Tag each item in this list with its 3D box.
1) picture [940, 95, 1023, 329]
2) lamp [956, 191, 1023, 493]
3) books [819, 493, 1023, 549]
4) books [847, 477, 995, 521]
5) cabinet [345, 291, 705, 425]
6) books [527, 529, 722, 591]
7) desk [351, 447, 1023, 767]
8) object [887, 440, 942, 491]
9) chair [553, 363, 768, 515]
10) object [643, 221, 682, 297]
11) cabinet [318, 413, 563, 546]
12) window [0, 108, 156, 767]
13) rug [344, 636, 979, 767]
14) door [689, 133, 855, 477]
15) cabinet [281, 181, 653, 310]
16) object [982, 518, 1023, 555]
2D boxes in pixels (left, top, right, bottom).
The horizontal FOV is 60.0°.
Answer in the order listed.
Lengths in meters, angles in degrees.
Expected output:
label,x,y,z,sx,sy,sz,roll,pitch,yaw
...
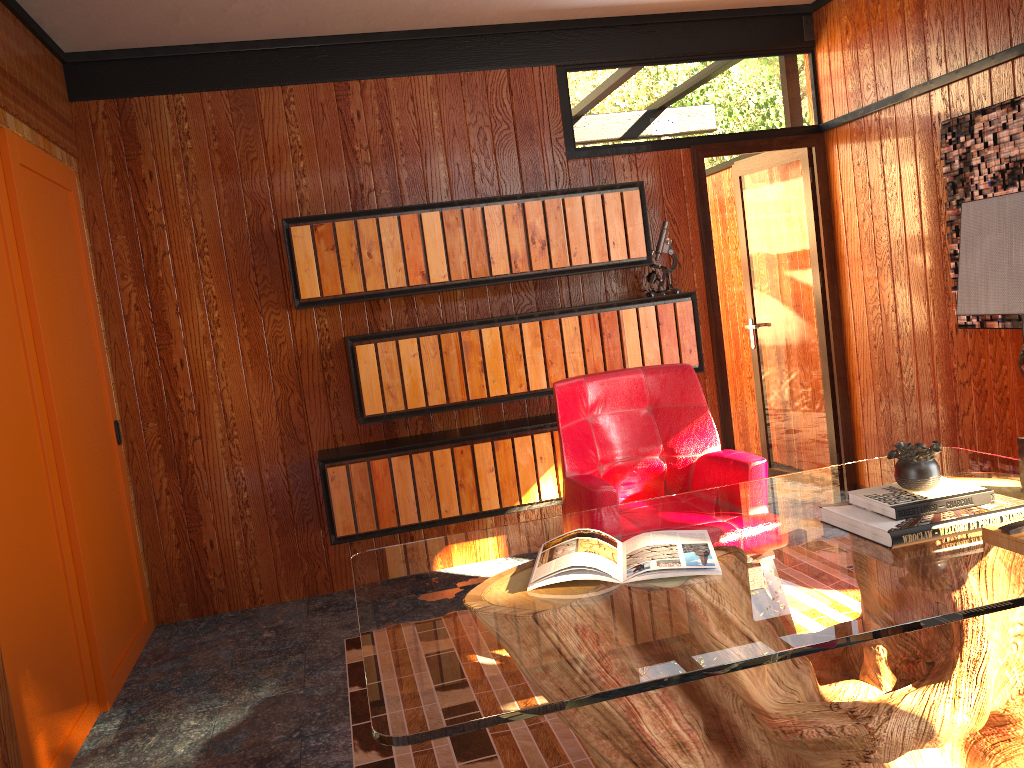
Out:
label,x,y,z,sx,sy,sz,roll,pitch,yaw
picture,1.952,-0.638,3.306,0.061,0.873,0.916,-8,5,-11
lamp,1.305,-0.093,2.097,0.316,0.732,0.316,-8,5,-11
books,0.965,0.303,2.082,0.366,0.040,0.286,-8,5,-11
books,0.960,0.267,2.096,0.249,0.029,0.198,-8,5,-9
cabinet,0.070,-0.140,4.211,1.653,0.390,0.321,-8,5,-11
books,0.256,0.392,2.067,0.422,0.049,0.300,-7,5,8
desk,0.631,0.682,2.124,1.900,0.632,1.150,-8,5,-11
object,0.958,0.195,2.105,0.121,0.114,0.118,-9,6,-17
chair,0.502,0.442,3.151,0.621,0.956,0.839,-8,5,-12
object,0.707,-0.605,4.276,0.181,0.354,0.142,-5,6,25
cabinet,-0.057,0.397,4.219,1.653,0.390,0.321,-8,5,-11
window,-1.613,0.141,3.095,0.070,2.164,1.837,-8,5,-11
rug,0.751,0.927,2.676,2.439,0.042,2.410,-8,5,-11
door,1.314,-0.314,4.997,0.751,1.955,0.734,-8,5,-11
cabinet,-0.192,-0.645,4.122,1.653,0.390,0.321,-8,5,-11
object,1.126,0.300,1.843,0.238,0.049,0.135,-8,5,-11
